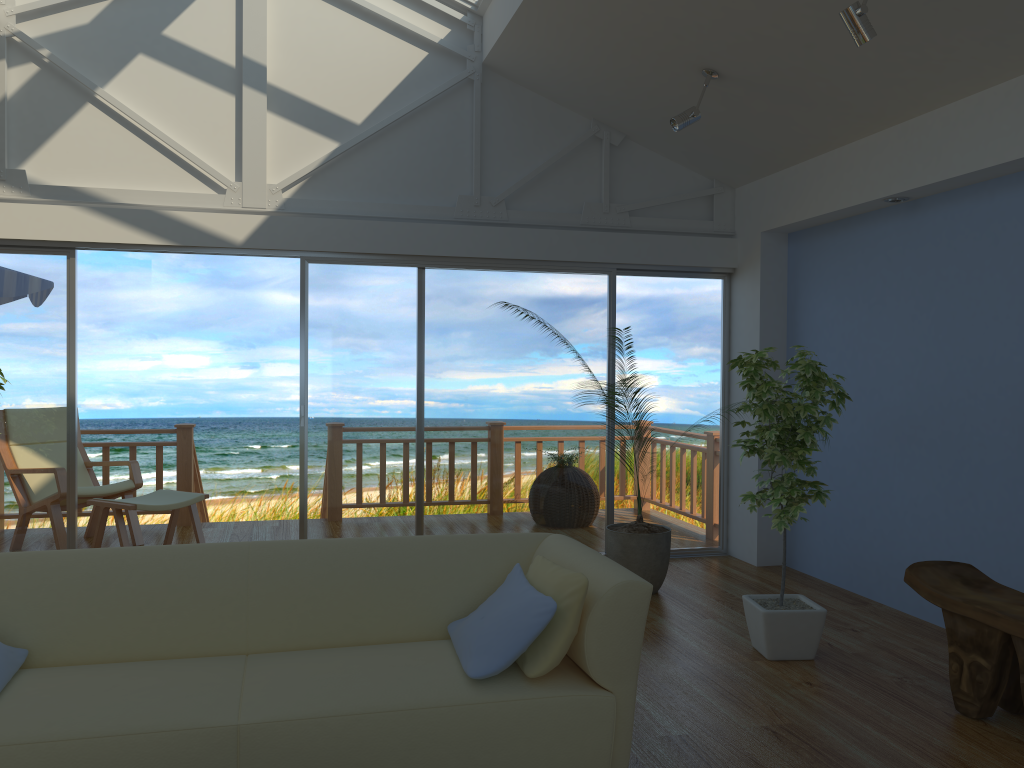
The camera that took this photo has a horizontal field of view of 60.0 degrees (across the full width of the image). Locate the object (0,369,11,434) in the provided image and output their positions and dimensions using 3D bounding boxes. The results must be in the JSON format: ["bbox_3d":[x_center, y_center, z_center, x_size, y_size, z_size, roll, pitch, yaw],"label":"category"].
[{"bbox_3d":[-2.792,0.488,4.482,0.495,1.409,0.699,0,1,-41],"label":"object"}]

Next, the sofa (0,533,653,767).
[{"bbox_3d":[-0.848,0.875,2.822,2.448,0.597,0.950,0,1,-14],"label":"sofa"}]

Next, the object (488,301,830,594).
[{"bbox_3d":[0.825,0.362,5.097,1.706,1.695,1.563,0,1,-23],"label":"object"}]

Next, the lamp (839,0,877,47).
[{"bbox_3d":[1.352,-1.474,3.392,0.195,0.351,0.127,0,1,3],"label":"lamp"}]

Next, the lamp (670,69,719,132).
[{"bbox_3d":[0.973,-1.510,4.744,0.254,0.327,0.118,0,1,3],"label":"lamp"}]

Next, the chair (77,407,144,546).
[{"bbox_3d":[-3.188,0.669,6.362,0.859,0.982,0.632,1,1,31],"label":"chair"}]

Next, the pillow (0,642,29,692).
[{"bbox_3d":[-1.570,0.758,2.499,0.272,0.244,0.566,0,1,-17],"label":"pillow"}]

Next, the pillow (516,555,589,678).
[{"bbox_3d":[0.072,0.727,2.907,0.201,0.311,0.559,0,1,-14],"label":"pillow"}]

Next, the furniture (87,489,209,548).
[{"bbox_3d":[-2.415,0.959,5.910,0.449,0.427,0.619,1,1,31],"label":"furniture"}]

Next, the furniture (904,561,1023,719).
[{"bbox_3d":[1.867,0.995,3.186,0.329,0.507,1.100,0,1,-14],"label":"furniture"}]

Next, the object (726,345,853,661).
[{"bbox_3d":[1.244,0.526,4.006,0.495,1.409,0.699,1,1,29],"label":"object"}]

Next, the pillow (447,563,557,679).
[{"bbox_3d":[-0.052,0.763,2.888,0.272,0.244,0.566,0,1,-12],"label":"pillow"}]

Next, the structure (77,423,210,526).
[{"bbox_3d":[-2.120,1.209,7.510,6.950,2.064,4.086,0,1,-14],"label":"structure"}]
